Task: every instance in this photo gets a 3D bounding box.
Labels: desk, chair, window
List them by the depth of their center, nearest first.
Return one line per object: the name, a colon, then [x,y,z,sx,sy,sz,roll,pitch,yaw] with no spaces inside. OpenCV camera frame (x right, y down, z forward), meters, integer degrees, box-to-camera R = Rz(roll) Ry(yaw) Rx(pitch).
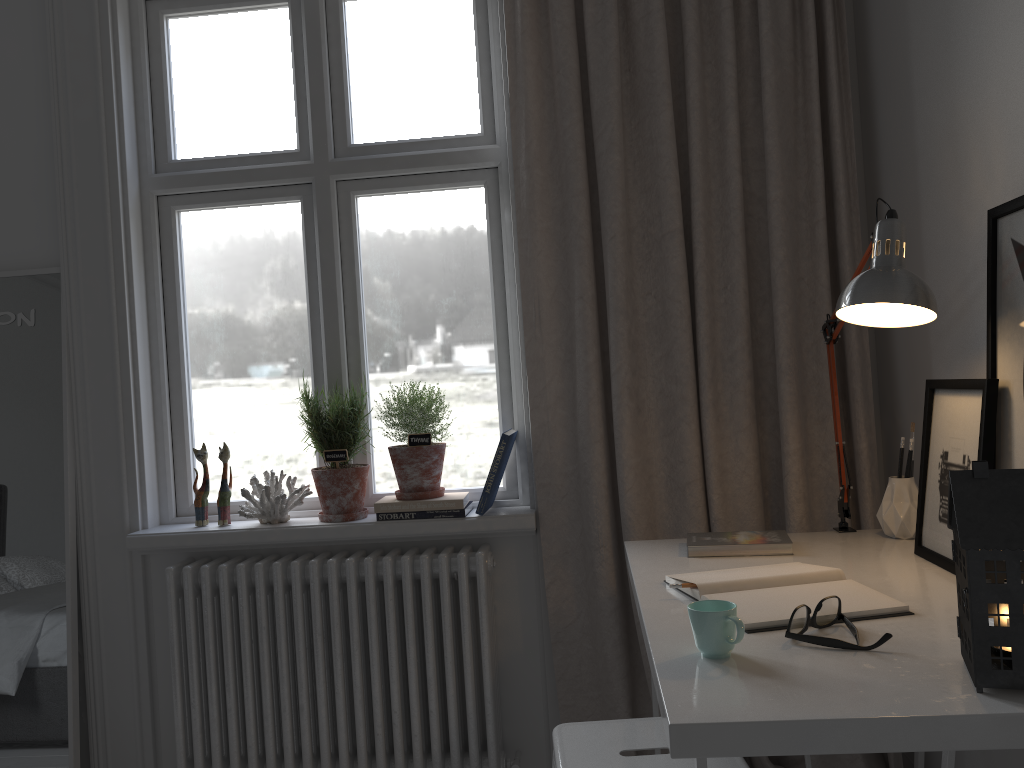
desk: [0.554,0.727,1.450,0.641,0.776,1.163,-4,0,5]
chair: [0.240,0.870,1.465,0.409,0.527,0.407,-4,0,0]
window: [-0.510,-0.392,2.490,1.047,1.537,0.079,-4,0,5]

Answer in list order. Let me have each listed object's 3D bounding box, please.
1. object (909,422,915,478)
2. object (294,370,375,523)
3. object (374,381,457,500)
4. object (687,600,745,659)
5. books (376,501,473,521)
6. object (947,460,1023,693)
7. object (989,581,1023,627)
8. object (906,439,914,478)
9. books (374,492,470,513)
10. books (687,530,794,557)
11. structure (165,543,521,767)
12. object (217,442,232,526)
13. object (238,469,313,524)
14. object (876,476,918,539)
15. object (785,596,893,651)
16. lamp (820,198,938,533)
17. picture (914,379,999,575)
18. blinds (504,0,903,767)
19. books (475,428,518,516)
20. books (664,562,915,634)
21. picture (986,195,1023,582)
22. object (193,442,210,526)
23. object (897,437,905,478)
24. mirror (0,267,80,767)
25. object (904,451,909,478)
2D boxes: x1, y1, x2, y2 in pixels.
object: [0.839,0.200,1.866,0.028,0.239,0.023,-4,0,2]
object: [-0.471,0.157,2.368,0.199,0.410,0.183,-3,0,-34]
object: [-0.247,0.142,2.348,0.220,0.318,0.210,-4,-1,42]
object: [0.265,0.324,1.157,0.064,0.065,0.082,-4,0,3]
books: [-0.228,0.337,2.355,0.245,0.022,0.156,-4,0,9]
object: [0.579,0.211,1.008,0.135,0.248,0.135,-4,0,20]
object: [0.637,0.295,1.120,0.078,0.073,0.065,-4,0,1]
object: [0.829,0.217,1.857,0.008,0.207,0.054,-4,0,-12]
books: [-0.235,0.313,2.350,0.246,0.025,0.157,-4,0,7]
books: [0.471,0.333,1.853,0.207,0.024,0.149,-4,0,11]
structure: [-0.455,0.745,2.349,0.935,0.600,0.216,-4,0,5]
object: [-0.772,0.267,2.392,0.052,0.224,0.045,-3,-1,-44]
object: [-0.640,0.304,2.374,0.212,0.149,0.186,-4,0,13]
object: [0.826,0.259,1.871,0.101,0.126,0.101,-4,0,5]
object: [0.424,0.323,1.196,0.114,0.047,0.133,-4,0,-8]
lamp: [0.664,0.032,1.751,0.164,0.745,0.568,-4,0,0]
picture: [0.780,0.158,1.568,0.062,0.333,0.261,-4,0,5]
blinds: [0.432,-0.217,2.140,0.831,2.680,0.225,-4,0,5]
books: [-0.038,0.228,2.335,0.101,0.211,0.175,-4,0,8]
books: [0.413,0.333,1.444,0.291,0.029,0.358,-4,0,-9]
picture: [0.784,0.016,1.242,0.062,0.614,0.493,-4,0,5]
object: [-0.847,0.272,2.418,0.045,0.224,0.052,-3,0,-19]
object: [0.823,0.218,1.886,0.054,0.207,0.008,-3,0,-30]
mirror: [-1.506,0.476,2.401,0.669,1.554,0.145,-4,0,5]
object: [0.835,0.218,1.881,0.054,0.207,0.008,-4,0,-8]
